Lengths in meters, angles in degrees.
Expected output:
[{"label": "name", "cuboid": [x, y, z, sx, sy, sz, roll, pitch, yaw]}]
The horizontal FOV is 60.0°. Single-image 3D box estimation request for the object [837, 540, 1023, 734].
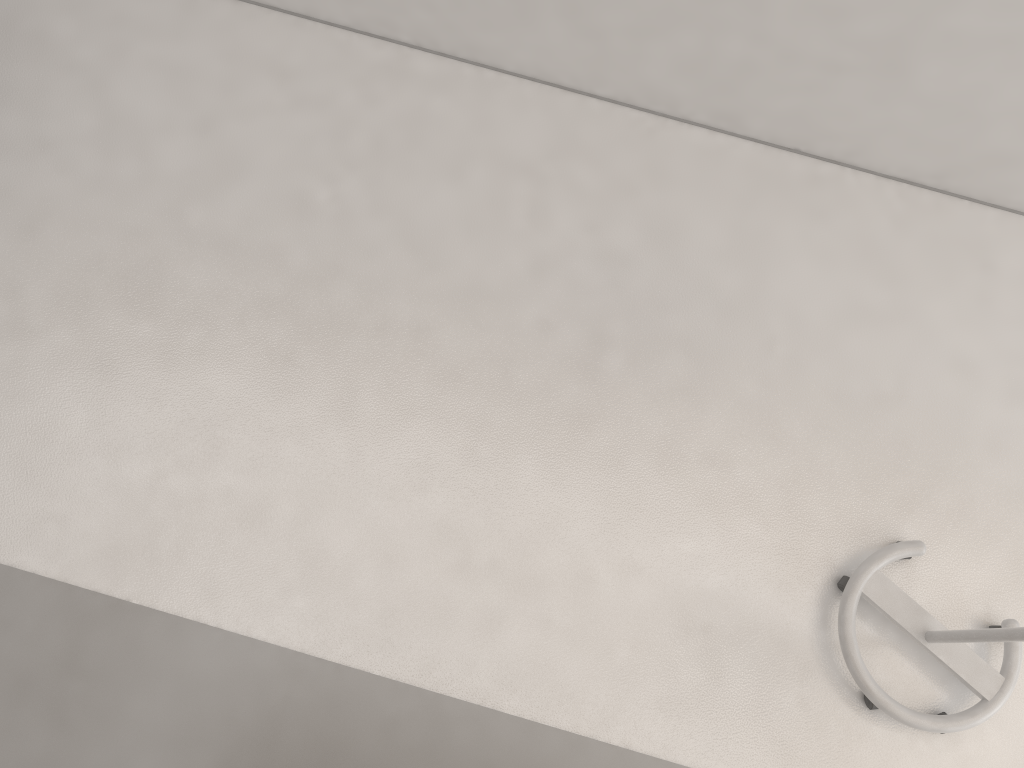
[{"label": "object", "cuboid": [1.290, 0.465, 1.711, 0.553, 2.088, 0.560, 2, 73, -3]}]
